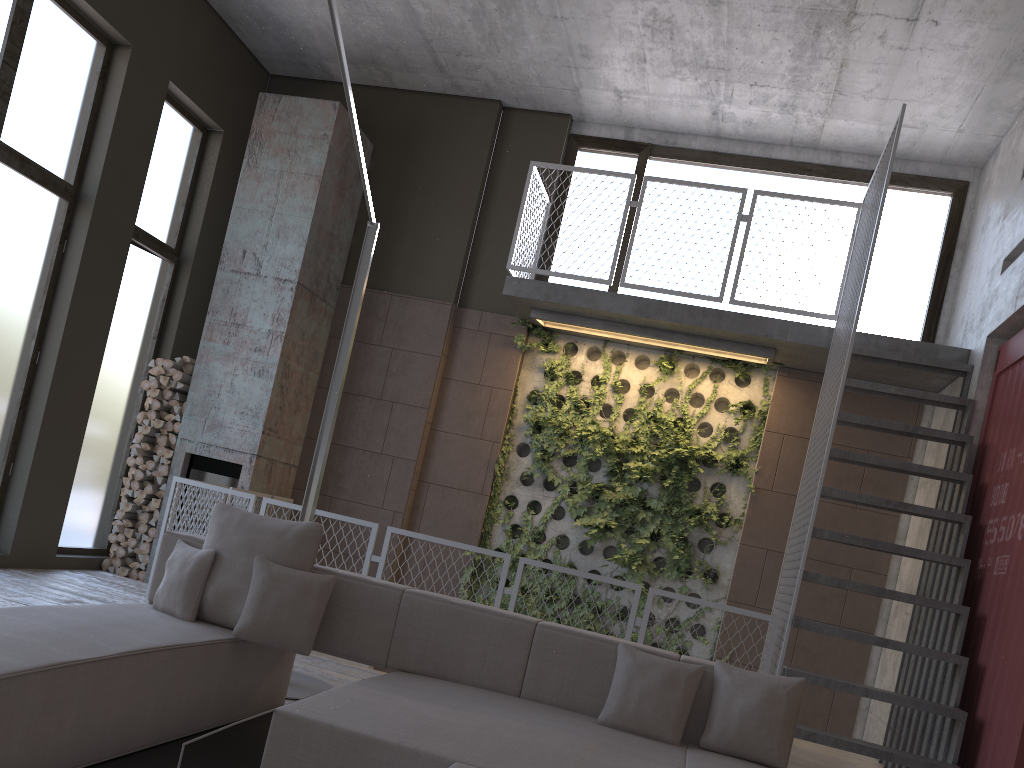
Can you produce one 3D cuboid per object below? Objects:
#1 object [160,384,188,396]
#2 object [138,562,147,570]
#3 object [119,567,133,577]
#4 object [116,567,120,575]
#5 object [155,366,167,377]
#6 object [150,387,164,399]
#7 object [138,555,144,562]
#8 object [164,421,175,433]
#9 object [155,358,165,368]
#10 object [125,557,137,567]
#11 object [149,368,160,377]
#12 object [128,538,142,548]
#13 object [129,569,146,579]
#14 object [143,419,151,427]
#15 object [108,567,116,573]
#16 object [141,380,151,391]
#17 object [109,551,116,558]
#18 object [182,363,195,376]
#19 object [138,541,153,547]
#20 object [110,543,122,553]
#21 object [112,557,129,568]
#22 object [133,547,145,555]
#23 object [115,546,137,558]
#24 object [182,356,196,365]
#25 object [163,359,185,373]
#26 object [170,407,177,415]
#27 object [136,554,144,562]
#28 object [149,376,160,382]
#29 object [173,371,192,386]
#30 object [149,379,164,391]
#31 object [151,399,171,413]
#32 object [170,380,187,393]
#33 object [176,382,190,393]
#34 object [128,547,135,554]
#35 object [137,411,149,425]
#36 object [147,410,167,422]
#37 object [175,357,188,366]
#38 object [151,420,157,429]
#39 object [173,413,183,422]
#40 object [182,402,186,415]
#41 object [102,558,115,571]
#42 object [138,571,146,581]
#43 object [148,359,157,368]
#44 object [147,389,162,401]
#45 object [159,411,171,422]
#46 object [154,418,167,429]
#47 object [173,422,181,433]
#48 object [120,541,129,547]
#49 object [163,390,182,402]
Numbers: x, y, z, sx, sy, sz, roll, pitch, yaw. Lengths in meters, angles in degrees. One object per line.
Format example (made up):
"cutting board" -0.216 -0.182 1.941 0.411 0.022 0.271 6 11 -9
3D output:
"object" -3.079 0.076 8.121 0.114 0.078 0.444 11 -9 14
"object" -3.278 1.673 8.073 0.071 0.072 0.431 12 -9 14
"object" -3.438 1.741 8.098 0.093 0.083 0.489 11 -9 14
"object" -3.511 1.737 8.117 0.067 0.066 0.431 12 -9 14
"object" -3.128 -0.073 8.106 0.112 0.079 0.444 11 -9 14
"object" -3.163 0.129 8.111 0.093 0.083 0.489 11 -9 14
"object" -3.296 1.613 8.074 0.066 0.084 0.433 12 -9 12
"object" -3.049 0.429 8.127 0.090 0.088 0.464 12 -9 14
"object" -3.145 -0.143 8.156 0.090 0.089 0.464 12 -9 13
"object" -3.445 1.659 8.142 0.100 0.085 0.370 11 -9 14
"object" -3.217 -0.072 8.165 0.121 0.067 0.371 11 -9 15
"object" -3.368 1.473 8.086 0.090 0.088 0.464 12 -9 13
"object" -3.354 1.759 8.098 0.090 0.088 0.464 12 -9 14
"object" -3.283 0.390 8.164 0.067 0.066 0.431 12 -9 14
"object" -3.588 1.721 8.135 0.067 0.066 0.431 12 -9 14
"object" -3.266 0.056 8.137 0.091 0.091 0.446 12 -9 14
"object" -3.590 1.562 8.035 0.045 0.072 0.256 12 -9 14
"object" -2.937 -0.108 8.160 0.098 0.106 0.300 12 -9 15
"object" -3.293 1.482 8.099 0.067 0.070 0.431 12 -9 14
"object" -3.578 1.530 8.122 0.100 0.101 0.298 11 -9 15
"object" -3.528 1.655 8.133 0.092 0.092 0.446 12 -9 14
"object" -3.318 1.540 8.072 0.121 0.067 0.371 11 -9 15
"object" -3.500 1.546 8.057 0.098 0.106 0.300 12 -9 15
"object" -2.928 -0.190 8.132 0.087 0.055 0.339 11 -9 13
"object" -3.078 -0.139 8.054 0.103 0.102 0.298 12 -9 14
"object" -3.064 0.290 8.192 0.103 0.101 0.298 12 -9 14
"object" -3.369 1.621 8.163 0.103 0.101 0.298 12 -9 14
"object" -3.224 -0.002 8.149 0.066 0.085 0.433 12 -9 12
"object" -2.958 -0.026 8.081 0.093 0.092 0.446 12 -9 14
"object" -3.179 0.047 8.114 0.090 0.088 0.464 12 -9 14
"object" -3.195 0.216 8.087 0.098 0.106 0.300 12 -9 15
"object" -3.012 0.046 8.095 0.067 0.066 0.431 12 -9 14
"object" -2.935 0.059 8.077 0.066 0.067 0.431 12 -9 14
"object" -3.417 1.535 8.099 0.064 0.073 0.366 12 -9 13
"object" -3.346 0.344 8.143 0.063 0.124 0.371 12 -9 13
"object" -3.223 0.324 8.162 0.092 0.092 0.446 12 -9 14
"object" -3.000 -0.171 8.120 0.065 0.072 0.366 12 -9 13
"object" -3.207 0.407 8.146 0.067 0.066 0.431 12 -9 14
"object" -2.973 0.343 8.102 0.071 0.072 0.431 12 -9 14
"object" -2.917 0.260 8.096 0.063 0.124 0.371 12 -9 13
"object" -3.651 1.674 8.114 0.063 0.124 0.371 12 -9 13
"object" -3.270 1.766 8.075 0.091 0.091 0.446 12 -9 14
"object" -3.215 -0.146 8.141 0.067 0.068 0.431 12 -9 14
"object" -3.237 0.126 8.129 0.067 0.066 0.431 12 -9 14
"object" -3.140 0.329 8.171 0.100 0.085 0.370 11 -9 14
"object" -3.133 0.410 8.127 0.093 0.083 0.489 11 -9 14
"object" -2.965 0.436 8.104 0.091 0.091 0.446 12 -9 14
"object" -3.471 1.481 8.088 0.088 0.056 0.339 11 -9 13
"object" -3.063 0.143 8.115 0.090 0.088 0.464 12 -9 13
